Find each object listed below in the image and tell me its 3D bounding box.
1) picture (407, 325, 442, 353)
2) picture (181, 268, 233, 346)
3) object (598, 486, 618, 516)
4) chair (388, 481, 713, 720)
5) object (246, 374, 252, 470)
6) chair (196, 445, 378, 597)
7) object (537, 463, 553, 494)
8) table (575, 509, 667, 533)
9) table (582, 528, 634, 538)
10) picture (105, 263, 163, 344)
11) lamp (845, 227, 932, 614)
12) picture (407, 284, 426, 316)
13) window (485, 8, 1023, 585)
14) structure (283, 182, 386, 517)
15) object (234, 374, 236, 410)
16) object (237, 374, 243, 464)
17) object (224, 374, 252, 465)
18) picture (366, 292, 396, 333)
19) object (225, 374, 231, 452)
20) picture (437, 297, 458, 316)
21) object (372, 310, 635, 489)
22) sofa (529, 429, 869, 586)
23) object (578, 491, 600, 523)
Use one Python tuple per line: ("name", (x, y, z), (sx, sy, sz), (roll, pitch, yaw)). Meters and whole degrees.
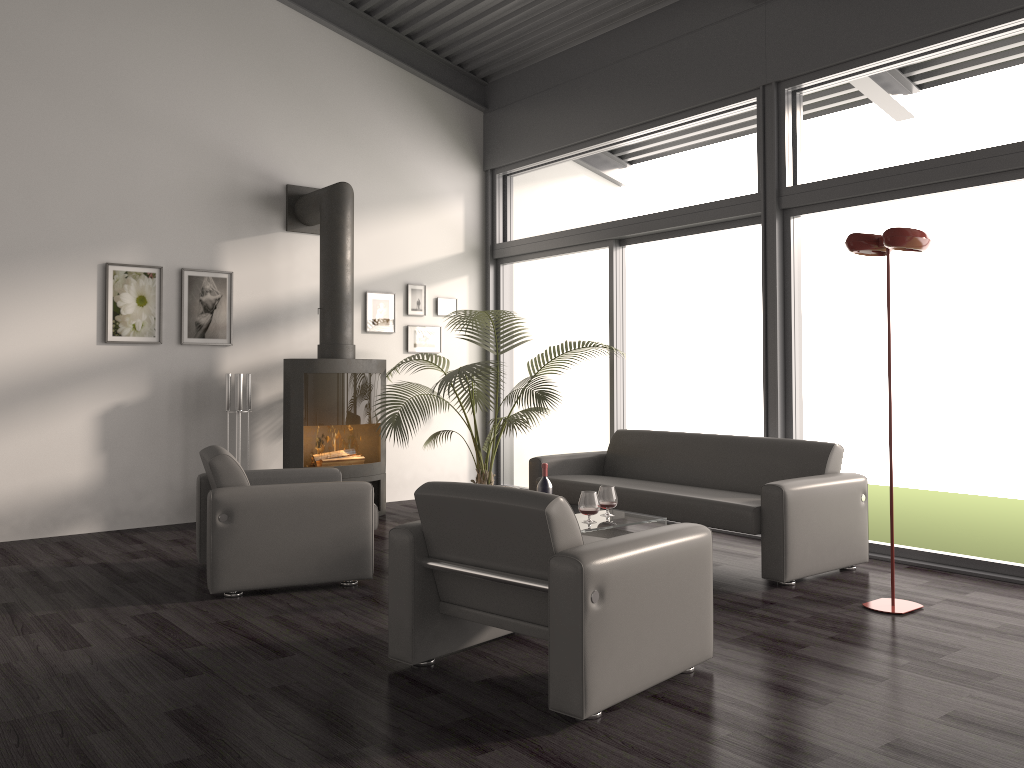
("picture", (-0.791, -0.406, 8.032), (0.359, 0.245, 0.015), (0, -1, -38))
("picture", (-2.342, -0.588, 6.815), (0.394, 0.578, 0.026), (1, -2, -38))
("object", (0.516, 0.633, 4.801), (0.116, 0.156, 0.116), (-1, -1, 42))
("chair", (0.169, 0.716, 3.411), (0.963, 0.718, 0.910), (0, 0, 42))
("object", (-1.977, 0.449, 6.648), (0.075, 1.053, 0.145), (0, -2, 13))
("chair", (-1.265, 0.704, 4.981), (0.910, 0.718, 0.962), (0, 0, -23))
("object", (0.182, 0.625, 4.909), (0.093, 0.371, 0.093), (1, -2, -39))
("table", (0.434, 0.883, 4.655), (0.680, 0.342, 0.400), (0, 0, -38))
("table", (0.187, 0.935, 4.967), (0.600, 0.250, 1.200), (0, 0, -38))
("picture", (-2.762, -0.584, 6.483), (0.394, 0.578, 0.026), (1, -2, -38))
("lamp", (1.813, 0.164, 4.246), (0.364, 1.790, 0.353), (1, -2, -38))
("picture", (-0.858, -0.757, 7.990), (0.191, 0.280, 0.015), (1, -2, -38))
("window", (2.886, -0.680, 4.786), (0.385, 3.474, 9.741), (1, -1, -38))
("structure", (-1.589, -0.295, 7.198), (0.818, 2.677, 1.115), (1, -2, -38))
("object", (-2.064, 0.447, 6.700), (0.041, 1.050, 0.113), (0, -2, 7))
("object", (-1.944, 0.434, 6.506), (0.167, 1.021, 0.078), (-1, -2, 13))
("object", (-2.038, 0.486, 6.592), (0.400, 1.127, 0.400), (0, -1, 11))
("picture", (-1.148, -0.625, 7.757), (0.288, 0.353, 0.015), (1, -2, -38))
("object", (-2.105, 0.416, 6.529), (0.042, 0.984, 0.116), (-1, -2, 27))
("picture", (-0.598, -0.713, 8.194), (0.221, 0.166, 0.015), (0, -1, -38))
("object", (-0.252, 0.209, 7.013), (1.718, 1.668, 2.118), (0, -1, -44))
("sofa", (1.061, 0.693, 5.646), (0.901, 0.718, 2.114), (0, 0, -38))
("object", (0.399, 0.635, 4.578), (0.116, 0.156, 0.116), (0, -1, -30))
